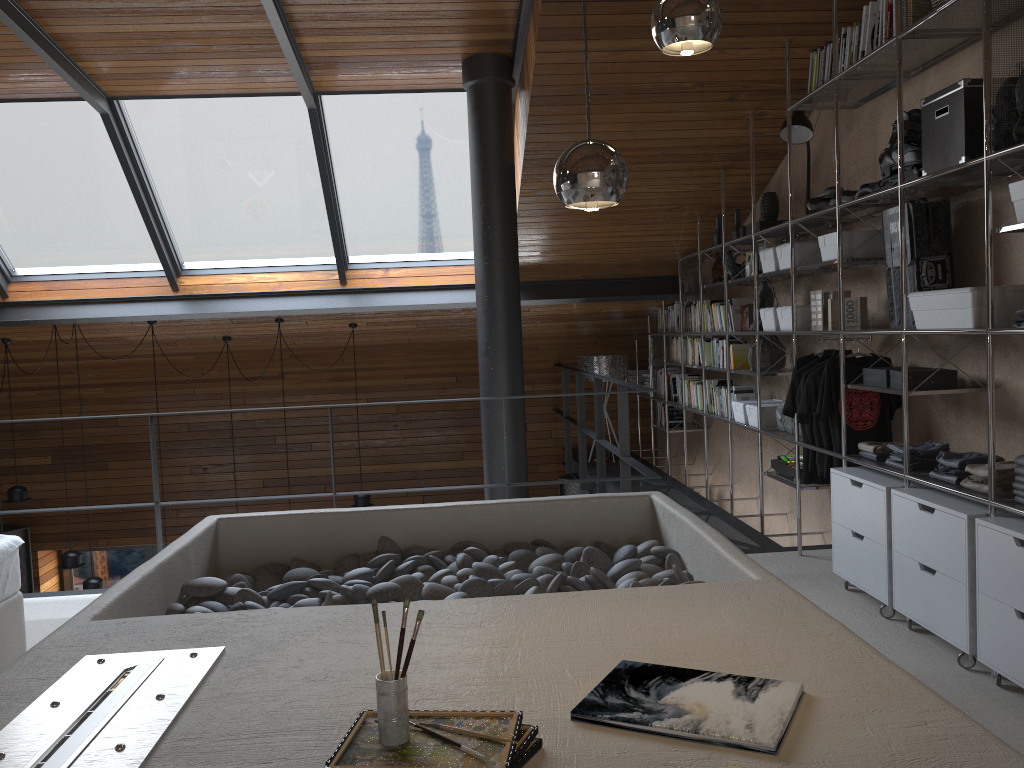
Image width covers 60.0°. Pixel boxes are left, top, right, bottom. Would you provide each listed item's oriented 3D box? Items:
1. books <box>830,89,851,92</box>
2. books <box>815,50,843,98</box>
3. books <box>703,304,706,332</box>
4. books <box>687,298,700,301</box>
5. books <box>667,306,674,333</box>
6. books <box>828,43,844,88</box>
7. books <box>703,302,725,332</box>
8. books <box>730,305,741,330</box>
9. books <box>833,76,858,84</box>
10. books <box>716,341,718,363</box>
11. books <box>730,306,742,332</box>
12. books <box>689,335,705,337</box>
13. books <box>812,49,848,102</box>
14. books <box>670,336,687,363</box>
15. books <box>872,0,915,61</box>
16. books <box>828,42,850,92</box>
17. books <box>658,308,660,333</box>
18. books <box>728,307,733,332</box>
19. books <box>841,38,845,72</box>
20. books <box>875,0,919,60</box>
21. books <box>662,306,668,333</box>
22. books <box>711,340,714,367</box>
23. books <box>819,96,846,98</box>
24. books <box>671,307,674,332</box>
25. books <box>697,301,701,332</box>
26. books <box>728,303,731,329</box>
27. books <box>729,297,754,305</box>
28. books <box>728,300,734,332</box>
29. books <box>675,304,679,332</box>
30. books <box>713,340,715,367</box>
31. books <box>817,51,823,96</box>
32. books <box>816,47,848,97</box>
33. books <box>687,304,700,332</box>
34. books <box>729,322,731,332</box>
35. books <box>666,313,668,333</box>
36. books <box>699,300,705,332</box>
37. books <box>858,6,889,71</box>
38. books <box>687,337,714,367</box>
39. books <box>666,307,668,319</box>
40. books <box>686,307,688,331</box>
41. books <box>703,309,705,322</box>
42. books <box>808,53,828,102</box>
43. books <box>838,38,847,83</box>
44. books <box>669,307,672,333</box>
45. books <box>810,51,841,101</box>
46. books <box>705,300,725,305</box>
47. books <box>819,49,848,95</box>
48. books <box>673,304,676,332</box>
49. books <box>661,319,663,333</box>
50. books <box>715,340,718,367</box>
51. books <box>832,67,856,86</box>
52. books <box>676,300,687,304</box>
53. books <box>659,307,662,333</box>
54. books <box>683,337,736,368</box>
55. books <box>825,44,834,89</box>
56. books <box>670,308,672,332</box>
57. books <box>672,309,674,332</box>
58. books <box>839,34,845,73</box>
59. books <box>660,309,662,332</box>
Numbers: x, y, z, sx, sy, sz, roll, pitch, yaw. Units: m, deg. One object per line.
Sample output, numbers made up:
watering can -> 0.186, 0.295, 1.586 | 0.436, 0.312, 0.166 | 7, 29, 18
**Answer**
books -> 1.588, -1.522, 4.286 | 0.130, 0.201, 0.063 | -3, 3, -4
books -> 1.585, -1.542, 4.403 | 0.148, 0.229, 0.073 | -3, 3, -4
books -> 1.475, -0.482, 6.464 | 0.149, 0.205, 0.049 | -3, 3, -4
books -> 1.448, -0.541, 6.970 | 0.143, 0.268, 0.020 | -3, 3, -4
books -> 1.383, -0.549, 7.522 | 0.122, 0.227, 0.076 | -3, 3, -4
books -> 1.573, -1.516, 4.222 | 0.127, 0.197, 0.063 | -3, 3, -4
books -> 1.473, -0.464, 6.185 | 0.139, 0.206, 0.497 | -3, 3, -4
books -> 1.507, -0.433, 5.842 | 0.117, 0.176, 0.074 | -3, 3, -4
books -> 1.573, -1.504, 4.162 | 0.117, 0.180, 0.059 | -3, 3, -4
books -> 1.518, -0.215, 6.250 | 0.160, 0.187, 0.021 | -3, 3, -4
books -> 1.502, -0.430, 5.830 | 0.112, 0.169, 0.068 | -3, 3, -4
books -> 1.460, -0.273, 7.027 | 0.143, 0.218, 0.020 | -3, 3, -4
books -> 1.605, -1.558, 4.479 | 0.206, 0.249, 0.074 | -3, 3, -4
books -> 1.409, -0.286, 7.316 | 0.130, 0.216, 0.311 | -3, 3, -4
books -> 1.647, -1.520, 3.797 | 0.191, 0.249, 0.077 | -3, 3, -4
books -> 1.584, -1.535, 4.292 | 0.129, 0.226, 0.069 | -3, 3, -4
books -> 1.376, -0.571, 7.895 | 0.148, 0.229, 0.073 | -3, 3, -4
books -> 1.503, -0.430, 5.889 | 0.119, 0.166, 0.072 | -3, 3, -4
books -> 1.573, -1.496, 4.081 | 0.112, 0.173, 0.054 | -3, 3, -4
books -> 1.652, -1.517, 3.786 | 0.191, 0.244, 0.075 | -3, 3, -4
books -> 1.386, -0.566, 7.733 | 0.143, 0.233, 0.081 | -3, 3, -4
books -> 1.500, -0.221, 6.343 | 0.148, 0.190, 0.013 | -3, 3, -4
books -> 1.597, -1.542, 4.392 | 0.148, 0.229, 0.073 | -3, 3, -4
books -> 1.401, -0.539, 7.417 | 0.133, 0.215, 0.070 | -3, 3, -4
books -> 1.446, -0.499, 6.535 | 0.148, 0.233, 0.053 | -3, 3, -4
books -> 1.507, -0.445, 5.907 | 0.127, 0.192, 0.079 | -3, 3, -4
books -> 1.537, -0.466, 5.857 | 0.177, 0.209, 0.082 | -3, 3, -4
books -> 1.524, -0.454, 5.863 | 0.161, 0.215, 0.092 | -3, 3, -4
books -> 1.404, -0.541, 7.233 | 0.148, 0.229, 0.073 | -3, 3, -4
books -> 1.519, -0.220, 6.317 | 0.169, 0.189, 0.018 | -3, 3, -4
books -> 1.571, -1.525, 4.352 | 0.130, 0.202, 0.063 | -3, 3, -4
books -> 1.587, -1.539, 4.376 | 0.160, 0.228, 0.080 | -3, 3, -4
books -> 1.432, -0.507, 6.844 | 0.131, 0.216, 0.509 | -3, 3, -4
books -> 1.499, -0.446, 5.917 | 0.127, 0.192, 0.079 | -3, 3, -4
books -> 1.373, -0.523, 7.552 | 0.111, 0.171, 0.056 | -3, 3, -4
books -> 1.450, -0.496, 6.487 | 0.148, 0.233, 0.053 | -3, 3, -4
books -> 1.617, -1.533, 3.934 | 0.143, 0.264, 0.088 | -3, 3, -4
books -> 1.450, -0.244, 6.666 | 0.139, 0.208, 0.494 | -3, 3, -4
books -> 1.398, -0.551, 7.598 | 0.161, 0.220, 0.074 | -3, 3, -4
books -> 1.431, -0.522, 6.954 | 0.129, 0.231, 0.010 | -3, 3, -4
books -> 1.469, -0.470, 6.474 | 0.131, 0.180, 0.042 | -3, 3, -4
books -> 1.569, -1.545, 4.468 | 0.148, 0.229, 0.073 | -3, 3, -4
books -> 1.572, -1.510, 4.141 | 0.111, 0.194, 0.059 | -3, 3, -4
books -> 1.397, -0.541, 7.474 | 0.137, 0.213, 0.068 | -3, 3, -4
books -> 1.587, -1.544, 4.442 | 0.169, 0.229, 0.077 | -3, 3, -4
books -> 1.484, -0.496, 6.454 | 0.148, 0.233, 0.053 | -3, 3, -4
books -> 1.584, -1.527, 4.340 | 0.146, 0.208, 0.071 | -3, 3, -4
books -> 1.400, -0.544, 7.279 | 0.148, 0.229, 0.073 | -3, 3, -4
books -> 1.378, -0.551, 7.778 | 0.130, 0.202, 0.063 | -3, 3, -4
books -> 1.517, -0.218, 6.279 | 0.148, 0.190, 0.013 | -3, 3, -4
books -> 1.579, -1.517, 4.192 | 0.125, 0.204, 0.072 | -3, 3, -4
books -> 1.424, -0.559, 7.360 | 0.143, 0.264, 0.088 | -3, 3, -4
books -> 1.395, -0.570, 7.868 | 0.169, 0.229, 0.077 | -3, 3, -4
books -> 1.468, -0.250, 6.689 | 0.138, 0.212, 1.040 | -3, 3, -4
books -> 1.565, -1.516, 4.233 | 0.127, 0.197, 0.063 | -3, 3, -4
books -> 1.399, -0.536, 7.461 | 0.131, 0.202, 0.068 | -3, 3, -4
books -> 1.405, -0.527, 7.407 | 0.126, 0.194, 0.064 | -3, 3, -4
books -> 1.570, -1.507, 4.086 | 0.111, 0.194, 0.059 | -3, 3, -4
books -> 1.384, -0.562, 7.845 | 0.149, 0.202, 0.067 | -3, 3, -4
